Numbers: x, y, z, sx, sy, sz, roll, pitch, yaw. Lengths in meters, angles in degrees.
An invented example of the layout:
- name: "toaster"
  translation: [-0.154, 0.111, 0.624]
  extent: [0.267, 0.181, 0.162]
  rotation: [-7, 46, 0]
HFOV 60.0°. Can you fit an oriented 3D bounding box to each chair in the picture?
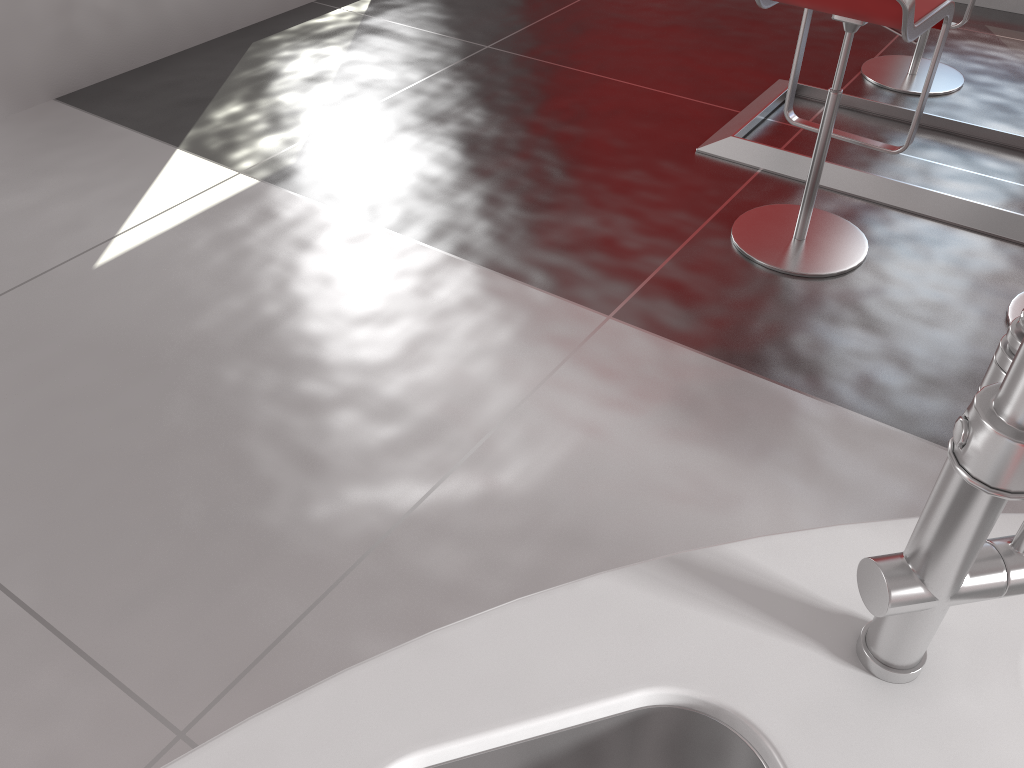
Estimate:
- name: "chair"
  translation: [1.735, -1.661, 3.549]
  extent: [0.418, 0.857, 0.460]
  rotation: [31, 49, 31]
- name: "chair"
  translation: [1.577, -0.453, 2.147]
  extent: [0.418, 0.857, 0.460]
  rotation: [21, 45, 22]
- name: "chair"
  translation: [0.893, -0.768, 2.510]
  extent: [0.418, 0.857, 0.460]
  rotation: [28, 48, 29]

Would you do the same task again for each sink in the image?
- name: "sink"
  translation: [0.074, 0.454, 0.561]
  extent: [0.326, 0.172, 0.428]
  rotation: [-11, 42, -12]

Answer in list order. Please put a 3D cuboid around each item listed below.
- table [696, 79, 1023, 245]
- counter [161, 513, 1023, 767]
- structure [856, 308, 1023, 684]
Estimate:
- name: "table"
  translation: [1.605, -1.133, 2.826]
  extent: [1.700, 1.000, 0.800]
  rotation: [24, 46, 25]
- name: "counter"
  translation: [0.585, 1.013, 0.426]
  extent: [2.865, 0.880, 1.868]
  rotation: [-14, 43, -16]
- name: "structure"
  translation: [0.297, -0.097, 0.334]
  extent: [0.308, 0.920, 0.178]
  rotation: [-8, 41, -9]
